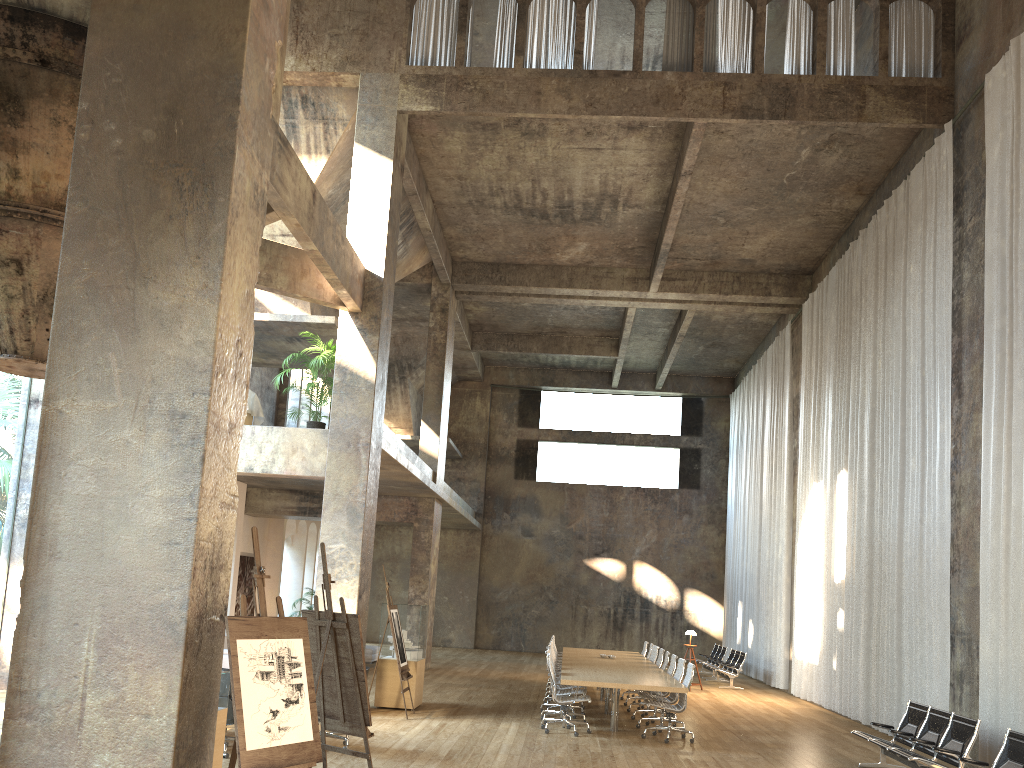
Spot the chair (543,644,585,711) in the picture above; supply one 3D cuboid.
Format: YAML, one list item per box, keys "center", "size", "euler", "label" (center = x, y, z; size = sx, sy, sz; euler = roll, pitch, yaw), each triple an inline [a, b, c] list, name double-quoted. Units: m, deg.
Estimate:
- center: [0.876, 4.832, 14.521]
  size: [0.698, 1.007, 0.678]
  euler: [2, -9, 10]
  label: "chair"

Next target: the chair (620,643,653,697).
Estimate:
- center: [2.431, 5.573, 17.173]
  size: [0.698, 1.007, 0.678]
  euler: [2, -9, 12]
  label: "chair"

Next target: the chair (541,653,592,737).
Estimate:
- center: [0.751, 4.186, 11.885]
  size: [0.698, 1.007, 0.678]
  euler: [2, -9, 10]
  label: "chair"

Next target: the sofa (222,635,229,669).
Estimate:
- center: [-4.481, 5.209, 16.881]
  size: [2.063, 0.708, 2.991]
  euler: [3, -13, 4]
  label: "sofa"

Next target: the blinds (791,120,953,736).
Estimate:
- center: [6.034, 1.494, 15.498]
  size: [0.275, 8.490, 7.987]
  euler: [3, -10, 5]
  label: "blinds"

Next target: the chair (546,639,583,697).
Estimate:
- center: [0.985, 5.266, 16.287]
  size: [0.698, 1.007, 0.678]
  euler: [2, -9, 10]
  label: "chair"

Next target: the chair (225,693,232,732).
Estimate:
- center: [-3.014, 3.657, 10.422]
  size: [0.730, 0.876, 0.837]
  euler: [4, -10, -2]
  label: "chair"

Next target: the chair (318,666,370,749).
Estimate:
- center: [-2.011, 3.528, 9.624]
  size: [0.821, 0.877, 0.744]
  euler: [4, -9, 0]
  label: "chair"

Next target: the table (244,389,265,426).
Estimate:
- center: [-4.948, 0.410, 14.131]
  size: [1.748, 0.788, 1.139]
  euler: [3, -11, 4]
  label: "table"

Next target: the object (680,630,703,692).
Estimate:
- center: [3.791, 6.019, 19.182]
  size: [0.572, 1.275, 0.668]
  euler: [-2, -10, 37]
  label: "object"

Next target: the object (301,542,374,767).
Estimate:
- center: [-1.534, 2.425, 7.433]
  size: [0.703, 2.110, 0.694]
  euler: [-1, -9, 36]
  label: "object"

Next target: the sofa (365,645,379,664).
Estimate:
- center: [-4.224, 6.236, 21.053]
  size: [2.066, 0.708, 1.094]
  euler: [3, -11, 4]
  label: "sofa"

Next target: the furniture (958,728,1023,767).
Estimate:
- center: [4.237, 3.395, 7.319]
  size: [0.708, 0.825, 1.911]
  euler: [3, -12, 4]
  label: "furniture"

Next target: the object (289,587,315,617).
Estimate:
- center: [-4.969, 5.989, 22.526]
  size: [1.400, 1.781, 1.383]
  euler: [2, -9, 10]
  label: "object"

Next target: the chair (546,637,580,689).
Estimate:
- center: [1.040, 5.490, 17.198]
  size: [0.698, 1.007, 0.678]
  euler: [3, -9, 8]
  label: "chair"

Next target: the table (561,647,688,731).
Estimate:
- center: [1.628, 5.097, 14.874]
  size: [1.600, 0.744, 7.878]
  euler: [3, -14, 4]
  label: "table"

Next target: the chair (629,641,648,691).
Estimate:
- center: [2.455, 5.783, 18.033]
  size: [0.698, 1.007, 0.678]
  euler: [2, -9, 10]
  label: "chair"

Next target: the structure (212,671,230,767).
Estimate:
- center: [-2.709, 2.727, 6.757]
  size: [0.743, 0.997, 0.750]
  euler: [3, -9, 4]
  label: "structure"

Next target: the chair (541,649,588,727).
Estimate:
- center: [0.769, 4.395, 12.745]
  size: [0.698, 1.007, 0.678]
  euler: [2, -9, 12]
  label: "chair"

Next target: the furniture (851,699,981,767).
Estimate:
- center: [4.384, 3.978, 9.689]
  size: [0.708, 0.825, 1.911]
  euler: [3, -12, 4]
  label: "furniture"

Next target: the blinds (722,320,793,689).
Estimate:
- center: [6.567, 3.611, 24.104]
  size: [0.275, 8.490, 7.986]
  euler: [3, -10, 3]
  label: "blinds"

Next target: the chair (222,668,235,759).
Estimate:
- center: [-3.004, 3.300, 8.945]
  size: [0.729, 0.876, 0.838]
  euler: [2, -10, 11]
  label: "chair"

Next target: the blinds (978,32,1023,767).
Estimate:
- center: [5.503, -0.616, 6.918]
  size: [0.275, 8.490, 7.987]
  euler: [3, -10, 5]
  label: "blinds"

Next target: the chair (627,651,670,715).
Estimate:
- center: [2.275, 4.922, 14.523]
  size: [0.698, 1.007, 0.678]
  euler: [2, -9, 12]
  label: "chair"

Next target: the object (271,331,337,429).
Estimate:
- center: [-2.978, -0.012, 13.965]
  size: [1.400, 1.777, 1.383]
  euler: [2, -9, 10]
  label: "object"

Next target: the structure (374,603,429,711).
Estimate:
- center: [-1.666, 4.125, 13.362]
  size: [0.594, 1.521, 0.756]
  euler: [3, -8, 4]
  label: "structure"

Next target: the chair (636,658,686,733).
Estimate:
- center: [2.168, 4.479, 12.720]
  size: [0.698, 1.007, 0.678]
  euler: [3, -9, 8]
  label: "chair"

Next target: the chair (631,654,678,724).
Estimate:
- center: [2.223, 4.703, 13.631]
  size: [0.698, 1.007, 0.678]
  euler: [2, -9, 10]
  label: "chair"

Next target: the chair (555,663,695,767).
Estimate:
- center: [-0.716, 4.134, 12.031]
  size: [12.943, 1.013, 32.175]
  euler: [3, -14, 4]
  label: "chair"

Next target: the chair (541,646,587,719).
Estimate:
- center: [0.813, 4.604, 13.595]
  size: [0.698, 1.007, 0.678]
  euler: [3, -9, 4]
  label: "chair"

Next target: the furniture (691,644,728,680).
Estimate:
- center: [5.165, 7.299, 23.204]
  size: [0.708, 0.825, 1.911]
  euler: [3, -12, 4]
  label: "furniture"

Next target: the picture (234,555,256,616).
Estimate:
- center: [-6.232, 4.884, 20.417]
  size: [0.069, 1.739, 1.533]
  euler: [3, -9, 4]
  label: "picture"

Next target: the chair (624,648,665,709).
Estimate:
- center: [2.332, 5.137, 15.397]
  size: [0.698, 1.007, 0.678]
  euler: [2, -9, 10]
  label: "chair"

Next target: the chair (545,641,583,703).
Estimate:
- center: [0.933, 5.047, 15.395]
  size: [0.698, 1.007, 0.678]
  euler: [2, -9, 12]
  label: "chair"

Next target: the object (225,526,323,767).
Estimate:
- center: [-1.545, 1.969, 5.551]
  size: [0.685, 2.110, 0.713]
  euler: [0, -8, 30]
  label: "object"

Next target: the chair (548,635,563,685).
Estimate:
- center: [1.100, 5.722, 18.139]
  size: [0.698, 1.007, 0.678]
  euler: [2, -9, 10]
  label: "chair"

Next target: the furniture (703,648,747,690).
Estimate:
- center: [5.018, 6.716, 20.834]
  size: [0.708, 0.825, 1.911]
  euler: [3, -12, 4]
  label: "furniture"

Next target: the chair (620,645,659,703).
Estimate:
- center: [2.378, 5.364, 16.324]
  size: [0.698, 1.007, 0.678]
  euler: [3, -9, 4]
  label: "chair"

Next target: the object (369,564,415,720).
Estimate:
- center: [-1.683, 3.643, 12.504]
  size: [0.684, 2.110, 0.713]
  euler: [3, -7, 3]
  label: "object"
